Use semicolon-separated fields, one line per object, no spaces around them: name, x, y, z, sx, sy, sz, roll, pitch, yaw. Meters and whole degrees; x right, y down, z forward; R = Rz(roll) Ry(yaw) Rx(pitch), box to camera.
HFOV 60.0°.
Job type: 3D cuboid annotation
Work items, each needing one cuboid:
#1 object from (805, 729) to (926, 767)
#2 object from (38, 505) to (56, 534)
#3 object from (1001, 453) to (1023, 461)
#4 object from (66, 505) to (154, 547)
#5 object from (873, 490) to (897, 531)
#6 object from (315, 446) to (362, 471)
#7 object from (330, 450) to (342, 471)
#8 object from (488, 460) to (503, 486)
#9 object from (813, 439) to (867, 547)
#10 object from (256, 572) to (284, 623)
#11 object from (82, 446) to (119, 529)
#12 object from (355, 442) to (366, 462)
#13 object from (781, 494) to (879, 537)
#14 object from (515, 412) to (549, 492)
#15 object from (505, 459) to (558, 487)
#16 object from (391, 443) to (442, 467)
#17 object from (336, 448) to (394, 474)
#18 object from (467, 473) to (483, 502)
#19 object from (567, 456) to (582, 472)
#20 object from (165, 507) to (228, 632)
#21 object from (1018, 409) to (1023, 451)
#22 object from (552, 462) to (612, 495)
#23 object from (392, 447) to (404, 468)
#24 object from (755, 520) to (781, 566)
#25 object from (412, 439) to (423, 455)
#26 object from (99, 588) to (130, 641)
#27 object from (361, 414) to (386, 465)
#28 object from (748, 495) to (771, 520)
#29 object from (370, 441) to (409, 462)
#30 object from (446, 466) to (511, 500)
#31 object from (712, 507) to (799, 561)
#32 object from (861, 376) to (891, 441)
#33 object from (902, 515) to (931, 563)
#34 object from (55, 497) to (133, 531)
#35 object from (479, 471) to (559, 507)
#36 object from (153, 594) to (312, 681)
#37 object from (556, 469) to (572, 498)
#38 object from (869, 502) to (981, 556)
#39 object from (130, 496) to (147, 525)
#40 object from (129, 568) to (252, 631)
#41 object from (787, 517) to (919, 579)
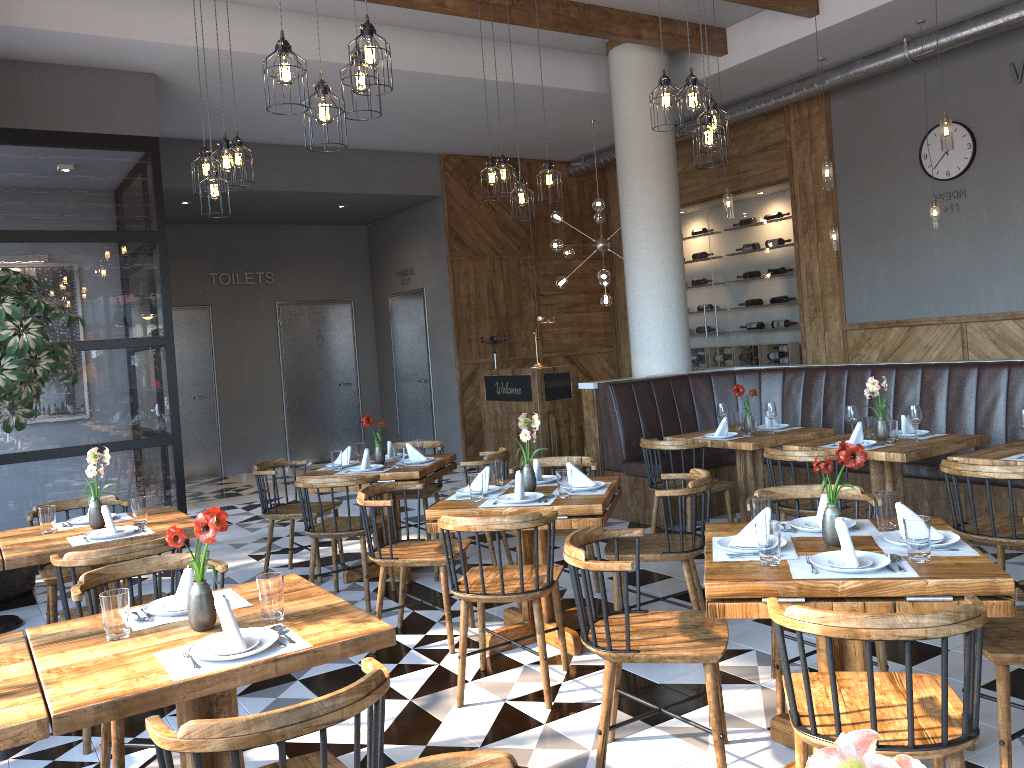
object;0.280;0.503;0.704;0.146;0.400;0.207;-4;1;22
object;-2.295;0.672;4.379;0.080;0.132;0.080;-4;1;43
object;2.644;0.297;4.368;0.272;0.137;0.351;-6;3;-32
object;-1.905;0.648;4.189;0.352;0.137;0.271;-6;2;-32
object;1.331;0.452;3.154;0.080;0.132;0.080;-5;1;-27
object;-1.184;0.506;6.200;0.272;0.137;0.352;-4;2;13
object;-1.182;0.518;5.972;0.080;0.132;0.080;-4;1;33
object;-0.083;0.486;4.806;0.080;0.132;0.080;-5;1;-17
object;1.105;0.365;2.959;0.171;0.355;0.156;-4;0;23
object;-0.707;0.629;2.607;0.080;0.132;0.080;-4;1;43
object;-2.056;0.517;4.424;0.146;0.400;0.206;-5;1;-40
object;-1.088;0.493;6.397;0.080;0.132;0.080;-4;1;-7
object;1.138;0.460;3.243;0.351;0.137;0.272;-4;2;13
object;0.099;0.349;4.556;0.146;0.400;0.206;-4;1;-21
object;0.142;0.466;4.816;0.351;0.137;0.272;-4;2;13
object;-0.659;0.471;6.089;0.272;0.137;0.352;-4;2;13
object;-0.977;0.504;5.884;0.351;0.137;0.272;-4;2;13
object;-0.177;0.512;4.381;0.080;0.132;0.080;-5;1;-17
object;0.339;0.458;4.724;0.080;0.132;0.080;-5;1;-17
object;-0.881;0.533;2.537;0.171;0.355;0.156;-4;1;37
object;2.707;0.241;4.653;0.081;0.215;0.081;-4;0;21
object;0.349;0.465;4.500;0.272;0.137;0.352;-4;2;13
object;-0.750;0.490;5.882;0.080;0.132;0.080;-5;1;-17
object;0.816;0.505;2.811;0.080;0.132;0.080;-5;1;-27
object;-0.666;0.464;6.315;0.080;0.132;0.080;-4;1;-7
object;-1.137;0.664;2.546;0.080;0.132;0.080;-4;1;43
object;-0.961;0.382;6.159;0.171;0.355;0.156;-4;0;15
object;0.909;0.480;3.236;0.080;0.132;0.080;-5;1;-27
object;-0.866;0.473;6.405;0.351;0.137;0.272;-4;2;13
object;-0.176;0.499;4.610;0.272;0.137;0.352;-4;2;13
object;0.821;0.493;3.037;0.272;0.137;0.352;-4;2;13
object;2.243;0.149;5.442;0.146;0.400;0.206;-4;1;-25
object;1.247;0.477;2.721;0.080;0.132;0.080;-5;1;-17
object;-2.195;0.650;4.636;0.352;0.137;0.271;-6;2;-32
object;0.031;0.497;4.294;0.351;0.137;0.272;-4;2;13
object;-0.751;0.641;2.362;0.352;0.137;0.271;-6;2;-32
object;0.255;0.483;4.292;0.080;0.132;0.080;-5;1;-17
object;1.345;0.458;2.927;0.272;0.137;0.352;-4;2;13
object;-1.866;0.636;4.440;0.080;0.132;0.080;-4;1;43
object;-1.041;0.643;2.809;0.352;0.137;0.271;-6;2;-32
object;1.028;0.491;2.722;0.351;0.137;0.272;-4;2;13
